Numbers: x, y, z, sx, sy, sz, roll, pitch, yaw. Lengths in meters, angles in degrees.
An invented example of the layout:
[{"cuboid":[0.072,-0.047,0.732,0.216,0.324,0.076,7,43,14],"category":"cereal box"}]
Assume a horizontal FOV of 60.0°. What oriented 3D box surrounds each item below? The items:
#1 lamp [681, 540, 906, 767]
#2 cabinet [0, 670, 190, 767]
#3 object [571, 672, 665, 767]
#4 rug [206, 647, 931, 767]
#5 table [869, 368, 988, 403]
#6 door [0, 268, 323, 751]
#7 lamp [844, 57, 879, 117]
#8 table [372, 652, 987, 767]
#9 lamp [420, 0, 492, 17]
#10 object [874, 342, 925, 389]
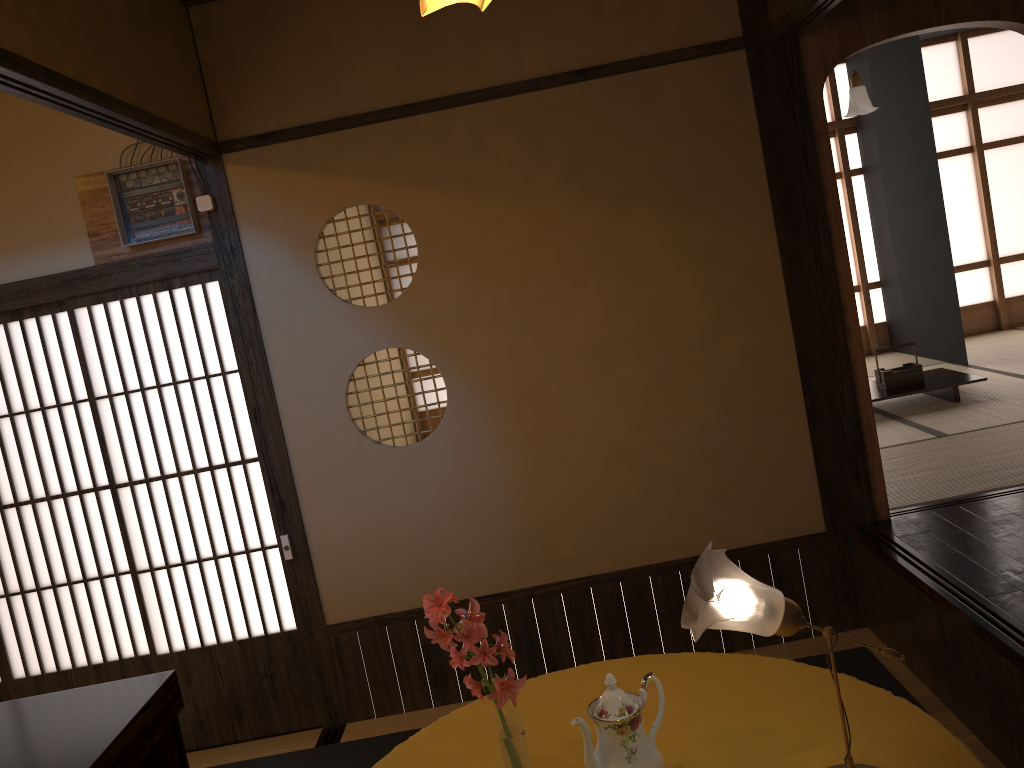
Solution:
[{"cuboid":[0.646,0.837,1.612,0.511,1.200,0.198,-11,5,2],"category":"lamp"},{"cuboid":[-0.959,1.336,1.083,0.489,0.968,2.192,-11,7,2],"category":"cabinet"},{"cuboid":[0.218,0.682,1.733,0.163,0.252,0.154,-10,6,15],"category":"object"},{"cuboid":[-0.024,1.394,3.170,2.954,0.005,0.904,-11,7,2],"category":"rug"},{"cuboid":[2.363,0.095,5.798,1.200,0.118,0.602,-11,7,2],"category":"table"},{"cuboid":[-2.300,0.744,3.797,2.647,1.995,0.066,-11,5,1],"category":"door"},{"cuboid":[2.145,-2.104,5.603,0.196,0.796,0.226,-10,5,10],"category":"lamp"},{"cuboid":[0.294,1.152,1.728,1.444,0.694,1.447,-11,6,2],"category":"table"},{"cuboid":[-0.150,-1.086,1.541,0.249,0.808,0.278,-9,6,23],"category":"lamp"},{"cuboid":[2.512,-0.124,5.777,0.260,0.258,0.150,-11,6,2],"category":"object"}]
